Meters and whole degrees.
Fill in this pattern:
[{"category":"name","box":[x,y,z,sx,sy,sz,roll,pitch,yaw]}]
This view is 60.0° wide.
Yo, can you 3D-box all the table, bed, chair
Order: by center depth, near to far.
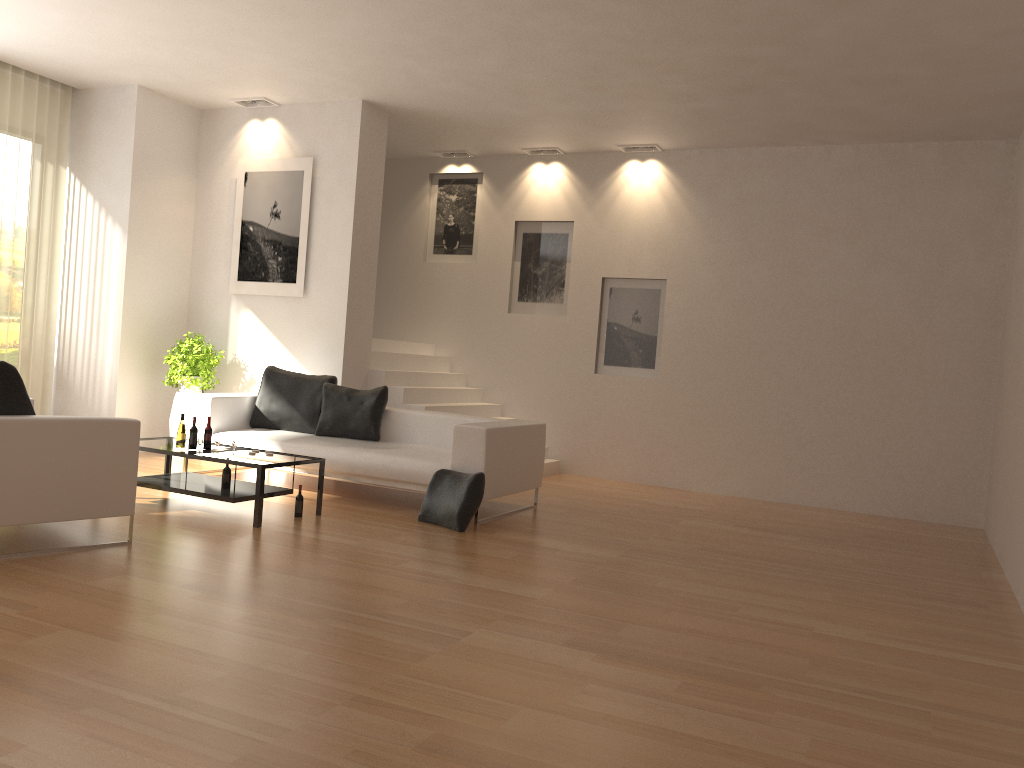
[{"category":"chair","box":[-3.222,0.497,5.362,1.671,0.761,1.262,6,2,40]},{"category":"table","box":[-2.270,0.722,6.652,1.566,0.460,0.709,5,2,25]},{"category":"bed","box":[-1.365,0.581,7.931,3.075,0.761,1.262,5,2,25]}]

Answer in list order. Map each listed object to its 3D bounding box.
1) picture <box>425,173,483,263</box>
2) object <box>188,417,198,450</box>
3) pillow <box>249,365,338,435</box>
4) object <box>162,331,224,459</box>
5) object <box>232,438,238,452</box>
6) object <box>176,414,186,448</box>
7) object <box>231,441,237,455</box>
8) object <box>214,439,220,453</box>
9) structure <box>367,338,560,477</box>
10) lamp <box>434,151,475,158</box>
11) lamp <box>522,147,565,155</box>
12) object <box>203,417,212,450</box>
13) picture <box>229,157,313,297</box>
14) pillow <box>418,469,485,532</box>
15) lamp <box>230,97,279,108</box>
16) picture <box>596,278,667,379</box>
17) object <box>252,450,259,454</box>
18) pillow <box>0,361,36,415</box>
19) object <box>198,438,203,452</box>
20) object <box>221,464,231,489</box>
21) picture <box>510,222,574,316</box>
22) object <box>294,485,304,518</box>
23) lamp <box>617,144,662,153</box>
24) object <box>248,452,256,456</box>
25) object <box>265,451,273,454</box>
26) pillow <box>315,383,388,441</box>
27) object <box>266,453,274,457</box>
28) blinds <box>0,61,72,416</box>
[{"category":"picture","box":[-0.720,-2.079,11.111,0.802,1.155,0.005,5,2,25]},{"category":"object","box":[-2.368,0.367,6.597,0.059,0.244,0.059,5,2,25]},{"category":"pillow","box":[-2.062,0.176,8.416,0.755,0.666,0.346,5,1,11]},{"category":"object","box":[-3.349,0.113,9.270,0.570,1.324,0.631,6,2,39]},{"category":"object","box":[-2.082,0.454,6.659,0.039,0.101,0.039,4,1,-17]},{"category":"object","box":[-2.472,0.351,6.638,0.068,0.257,0.067,6,2,43]},{"category":"object","box":[-2.018,0.465,6.438,0.039,0.101,0.039,4,1,-17]},{"category":"object","box":[-2.160,0.452,6.497,0.039,0.101,0.039,4,1,-17]},{"category":"structure","box":[-1.867,0.152,10.529,4.625,1.403,1.839,5,2,25]},{"category":"lamp","box":[-0.705,-2.897,10.897,0.446,0.166,0.243,5,2,25]},{"category":"lamp","box":[0.373,-2.801,10.399,0.446,0.166,0.243,5,2,25]},{"category":"object","box":[-2.282,0.371,6.659,0.057,0.248,0.057,6,2,42]},{"category":"picture","box":[-2.532,-1.646,9.288,0.979,1.431,0.004,5,2,25]},{"category":"pillow","box":[-0.430,0.870,6.677,0.503,0.457,0.340,6,2,43]},{"category":"lamp","box":[-2.682,-3.012,9.263,0.446,0.166,0.243,5,2,25]},{"category":"picture","box":[1.366,-0.641,10.134,0.802,1.155,0.005,5,2,25]},{"category":"object","box":[-1.904,0.503,6.585,0.052,0.021,0.052,5,1,2]},{"category":"pillow","box":[-2.922,0.192,4.941,0.506,0.666,0.324,5,1,15]},{"category":"object","box":[-2.268,0.445,6.450,0.039,0.101,0.039,4,1,-23]},{"category":"object","box":[-2.100,0.663,6.531,0.065,0.217,0.065,5,1,7]},{"category":"picture","box":[0.362,-1.383,10.605,0.802,1.155,0.005,5,2,25]},{"category":"object","box":[-1.561,0.863,6.509,0.059,0.244,0.059,4,1,1]},{"category":"lamp","box":[1.435,-2.706,9.909,0.446,0.166,0.243,5,2,25]},{"category":"object","box":[-1.887,0.507,6.438,0.052,0.021,0.052,3,2,-43]},{"category":"object","box":[-1.811,0.509,6.605,0.052,0.021,0.052,5,1,2]},{"category":"pillow","box":[-1.467,0.253,8.165,0.628,0.524,0.270,5,1,8]},{"category":"object","box":[-1.767,0.516,6.470,0.052,0.021,0.052,5,1,2]},{"category":"blinds","box":[-5.077,-1.314,8.708,0.143,3.861,1.409,5,1,22]}]
